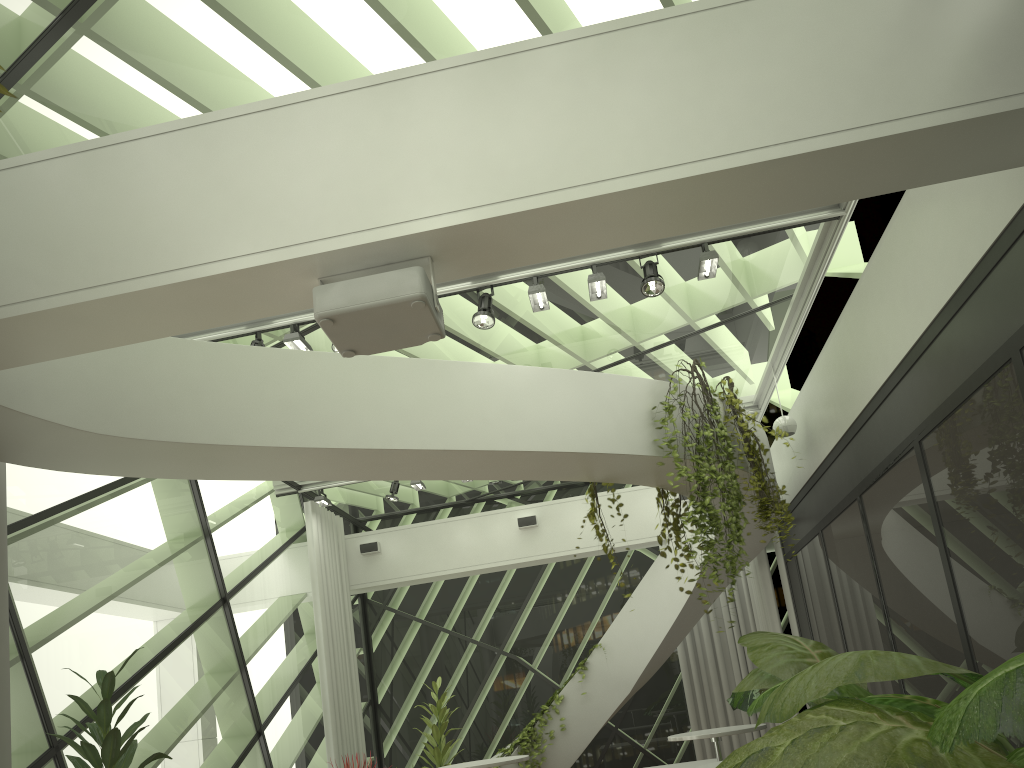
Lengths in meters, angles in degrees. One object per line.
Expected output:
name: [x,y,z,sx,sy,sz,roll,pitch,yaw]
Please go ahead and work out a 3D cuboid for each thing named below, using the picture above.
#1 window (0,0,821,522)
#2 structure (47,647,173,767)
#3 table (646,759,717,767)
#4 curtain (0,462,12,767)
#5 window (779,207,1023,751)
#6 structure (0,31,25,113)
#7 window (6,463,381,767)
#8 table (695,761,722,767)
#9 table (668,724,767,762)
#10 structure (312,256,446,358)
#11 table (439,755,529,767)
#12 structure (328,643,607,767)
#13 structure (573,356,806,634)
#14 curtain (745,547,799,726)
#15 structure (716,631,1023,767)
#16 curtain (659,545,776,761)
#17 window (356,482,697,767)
window: [-0.766,-1.326,4.722,5.703,0.053,17.382,-10,-21,5]
structure: [-2.168,1.611,2.816,0.856,1.539,3.459,-9,-19,4]
table: [1.428,4.303,8.878,1.505,0.693,1.109,-10,-18,6]
curtain: [-2.854,1.338,4.248,0.160,3.946,1.080,-9,-13,4]
window: [2.849,1.898,6.490,0.050,3.120,7.466,-9,-19,5]
structure: [-1.772,-0.632,1.707,1.445,2.229,4.821,0,-21,-29]
window: [-3.231,1.326,4.560,0.084,4.465,17.416,-9,-20,5]
table: [1.361,2.313,4.085,0.880,1.057,0.866,-21,-20,39]
table: [1.870,3.553,7.568,0.880,1.057,0.866,-21,-20,39]
structure: [-0.515,-0.311,3.438,0.463,0.266,0.403,-10,-18,6]
table: [-0.196,3.934,7.805,0.880,1.057,0.866,-21,-20,39]
structure: [-0.919,3.810,9.392,2.087,1.611,4.842,-21,-23,35]
structure: [1.303,0.899,6.729,1.634,2.000,1.494,0,-17,-28]
curtain: [3.229,3.021,10.994,0.160,3.946,1.033,-9,-13,4]
structure: [1.497,1.689,3.574,1.787,1.652,9.254,-10,-20,5]
curtain: [2.829,3.393,11.832,1.234,3.946,0.165,-10,-12,5]
window: [0.754,3.697,12.335,5.755,4.484,0.039,-10,-12,6]
